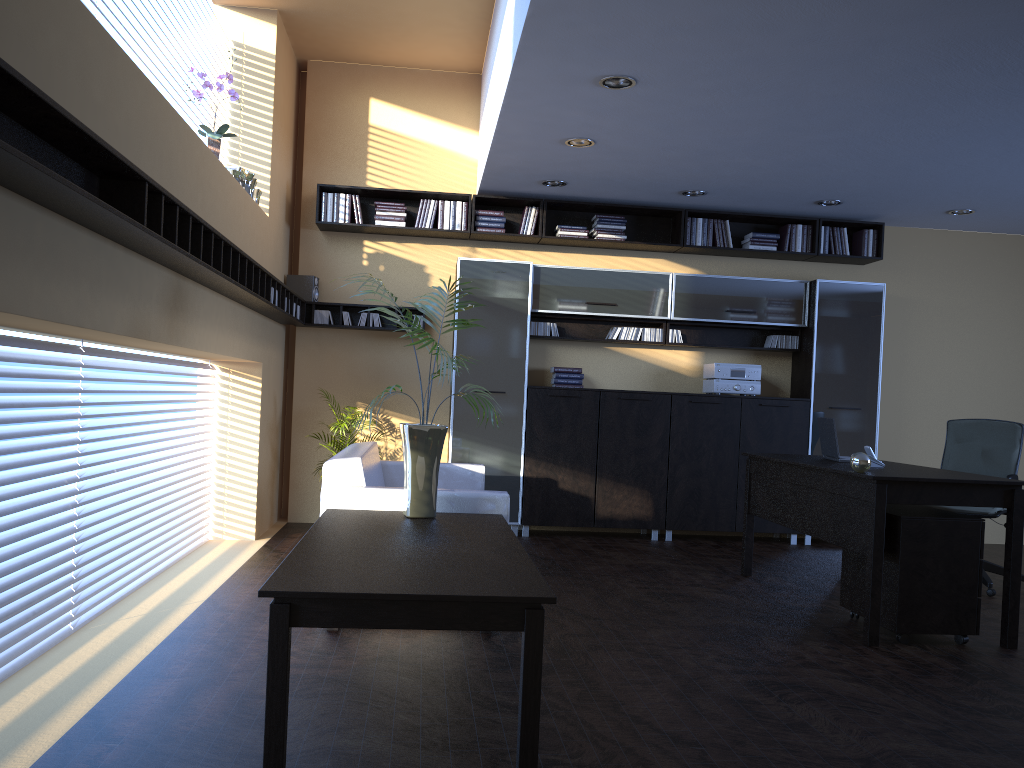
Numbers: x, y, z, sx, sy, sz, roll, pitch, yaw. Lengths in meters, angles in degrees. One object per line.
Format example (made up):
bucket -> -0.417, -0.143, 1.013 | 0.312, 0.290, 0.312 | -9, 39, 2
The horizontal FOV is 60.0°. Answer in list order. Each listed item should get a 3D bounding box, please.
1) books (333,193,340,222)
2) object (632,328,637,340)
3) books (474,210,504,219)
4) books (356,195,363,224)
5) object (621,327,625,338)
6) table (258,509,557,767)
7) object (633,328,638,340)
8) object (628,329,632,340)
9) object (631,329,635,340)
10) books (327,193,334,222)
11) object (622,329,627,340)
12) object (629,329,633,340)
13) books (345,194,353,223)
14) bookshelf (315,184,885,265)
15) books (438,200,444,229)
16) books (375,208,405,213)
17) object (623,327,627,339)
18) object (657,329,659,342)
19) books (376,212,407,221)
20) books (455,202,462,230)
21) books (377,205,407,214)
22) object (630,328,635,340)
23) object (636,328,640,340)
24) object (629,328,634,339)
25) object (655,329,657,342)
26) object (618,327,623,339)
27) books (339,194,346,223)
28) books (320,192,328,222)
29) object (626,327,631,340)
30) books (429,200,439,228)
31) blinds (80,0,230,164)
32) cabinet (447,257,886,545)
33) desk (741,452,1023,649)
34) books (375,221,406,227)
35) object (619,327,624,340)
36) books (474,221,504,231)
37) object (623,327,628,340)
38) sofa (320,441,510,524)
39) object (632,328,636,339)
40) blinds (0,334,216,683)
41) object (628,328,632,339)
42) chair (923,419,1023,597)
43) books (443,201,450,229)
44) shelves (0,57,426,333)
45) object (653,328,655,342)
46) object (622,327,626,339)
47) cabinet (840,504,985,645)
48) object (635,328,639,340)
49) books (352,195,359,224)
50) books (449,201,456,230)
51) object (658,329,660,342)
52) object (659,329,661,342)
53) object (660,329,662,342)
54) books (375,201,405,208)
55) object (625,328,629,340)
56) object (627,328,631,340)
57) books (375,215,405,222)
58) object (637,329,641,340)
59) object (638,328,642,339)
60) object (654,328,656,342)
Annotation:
books -> -1.538, -1.523, 7.784 | 0.050, 0.258, 0.207 | 3, 0, -7
object -> 1.110, -0.455, 8.156 | 0.040, 0.118, 0.142 | 3, 0, -6
books -> -0.213, -1.509, 7.927 | 0.258, 0.050, 0.207 | 3, -1, -6
books -> -1.341, -1.514, 7.810 | 0.075, 0.260, 0.207 | 3, 0, -6
object -> 1.001, -0.460, 8.141 | 0.036, 0.116, 0.140 | 3, 0, -6
table -> -0.417, 0.947, 3.624 | 0.897, 0.603, 1.894 | 3, -1, -6
object -> 1.121, -0.455, 8.150 | 0.040, 0.118, 0.142 | 3, 0, -6
object -> 1.072, -0.457, 8.143 | 0.036, 0.116, 0.140 | 3, 0, -6
object -> 1.101, -0.456, 8.152 | 0.040, 0.118, 0.142 | 3, 0, -6
books -> -1.591, -1.525, 7.789 | 0.050, 0.258, 0.207 | 3, 0, -6
object -> 1.021, -0.459, 8.145 | 0.040, 0.118, 0.142 | 3, 0, -6
object -> 1.082, -0.456, 8.147 | 0.036, 0.116, 0.140 | 3, 0, -6
books -> -1.435, -1.518, 7.803 | 0.050, 0.258, 0.207 | 3, 0, -6
bookshelf -> 0.847, -1.429, 8.052 | 5.125, 0.340, 0.361 | 3, 0, -6
books -> -0.633, -1.480, 7.885 | 0.050, 0.258, 0.207 | 3, 0, -5
books -> -1.073, -1.517, 7.832 | 0.258, 0.028, 0.207 | 3, -1, -5
object -> 1.021, -0.459, 8.143 | 0.036, 0.116, 0.140 | 3, 0, -5
object -> 1.328, -0.445, 8.171 | 0.009, 0.120, 0.142 | 3, 0, -6
books -> -1.066, -1.487, 7.854 | 0.258, 0.028, 0.207 | 3, -1, -6
books -> -0.477, -1.473, 7.894 | 0.050, 0.258, 0.207 | 3, 0, -6
books -> -1.061, -1.544, 7.849 | 0.258, 0.028, 0.207 | 3, -1, -6
object -> 1.091, -0.456, 8.144 | 0.040, 0.118, 0.142 | 3, 0, -6
object -> 1.141, -0.454, 8.155 | 0.040, 0.118, 0.142 | 3, 0, -6
object -> 1.081, -0.457, 8.149 | 0.040, 0.118, 0.142 | 3, 0, -6
object -> 1.307, -0.446, 8.175 | 0.009, 0.120, 0.142 | 3, 0, -6
object -> 0.981, -0.461, 8.136 | 0.040, 0.118, 0.142 | 3, 0, -6
books -> -1.487, -1.520, 7.797 | 0.050, 0.258, 0.207 | 3, 0, -5
books -> -1.642, -1.528, 7.781 | 0.050, 0.258, 0.207 | 3, 0, -6
object -> 1.051, -0.458, 8.145 | 0.040, 0.118, 0.142 | 3, 0, -6
books -> -0.698, -1.483, 7.888 | 0.075, 0.260, 0.207 | 3, 0, -6
blinds -> -1.956, -2.075, 4.169 | 0.039, 1.461, 5.391 | 3, -1, -6
cabinet -> 1.384, 0.199, 8.066 | 3.876, 2.400, 0.490 | 3, 1, -6
desk -> 2.206, 0.954, 5.584 | 0.914, 0.890, 1.894 | 3, -1, -6
books -> -1.071, -1.396, 7.838 | 0.258, 0.050, 0.207 | 3, -1, -5
object -> 0.991, -0.461, 8.137 | 0.040, 0.118, 0.142 | 3, 0, -6
books -> -0.208, -1.407, 7.923 | 0.258, 0.050, 0.207 | 3, -1, -6
object -> 1.031, -0.459, 8.140 | 0.040, 0.118, 0.142 | 3, 0, -6
sofa -> -0.622, 0.845, 5.661 | 1.014, 0.848, 2.056 | 3, -1, -6
object -> 1.102, -0.456, 8.147 | 0.036, 0.116, 0.140 | 3, 0, -6
blinds -> -2.073, 0.499, 4.196 | 0.047, 1.367, 5.391 | 3, -1, -6
object -> 1.071, -0.457, 8.149 | 0.040, 0.118, 0.142 | 3, 0, -6
chair -> 3.375, 0.859, 6.495 | 0.831, 1.216, 0.769 | 3, 0, 41
books -> -0.581, -1.478, 7.890 | 0.050, 0.258, 0.207 | 3, 0, -6
shelves -> -1.081, -0.635, 4.725 | 1.249, 0.213, 6.621 | 3, -1, -6
object -> 1.288, -0.447, 8.166 | 0.009, 0.120, 0.142 | 3, 0, -6
object -> 1.011, -0.460, 8.139 | 0.036, 0.116, 0.140 | 3, 0, -6
cabinet -> 2.247, 1.051, 4.994 | 0.500, 0.680, 0.634 | 3, 0, -6
object -> 1.131, -0.454, 8.155 | 0.040, 0.118, 0.142 | 3, 0, -6
books -> -1.373, -1.515, 7.812 | 0.075, 0.260, 0.207 | 3, 0, -6
books -> -0.529, -1.475, 7.888 | 0.050, 0.258, 0.207 | 3, 0, -5
object -> 1.338, -0.445, 8.172 | 0.009, 0.120, 0.142 | 3, 0, -6
object -> 1.347, -0.444, 8.177 | 0.009, 0.120, 0.142 | 3, 0, -6
object -> 1.358, -0.444, 8.171 | 0.009, 0.120, 0.142 | 3, 0, -6
books -> -1.081, -1.573, 7.845 | 0.258, 0.028, 0.207 | 3, -1, -6
object -> 1.041, -0.458, 8.146 | 0.036, 0.116, 0.140 | 3, 0, -6
object -> 1.061, -0.458, 8.149 | 0.040, 0.118, 0.142 | 3, 0, -6
books -> -1.080, -1.448, 7.842 | 0.258, 0.050, 0.207 | 3, -1, -7
object -> 1.152, -0.453, 8.152 | 0.036, 0.116, 0.140 | 3, 0, -6
object -> 1.161, -0.453, 8.156 | 0.040, 0.118, 0.142 | 3, 0, -6
object -> 1.298, -0.446, 8.169 | 0.009, 0.120, 0.142 | 3, 0, -6
